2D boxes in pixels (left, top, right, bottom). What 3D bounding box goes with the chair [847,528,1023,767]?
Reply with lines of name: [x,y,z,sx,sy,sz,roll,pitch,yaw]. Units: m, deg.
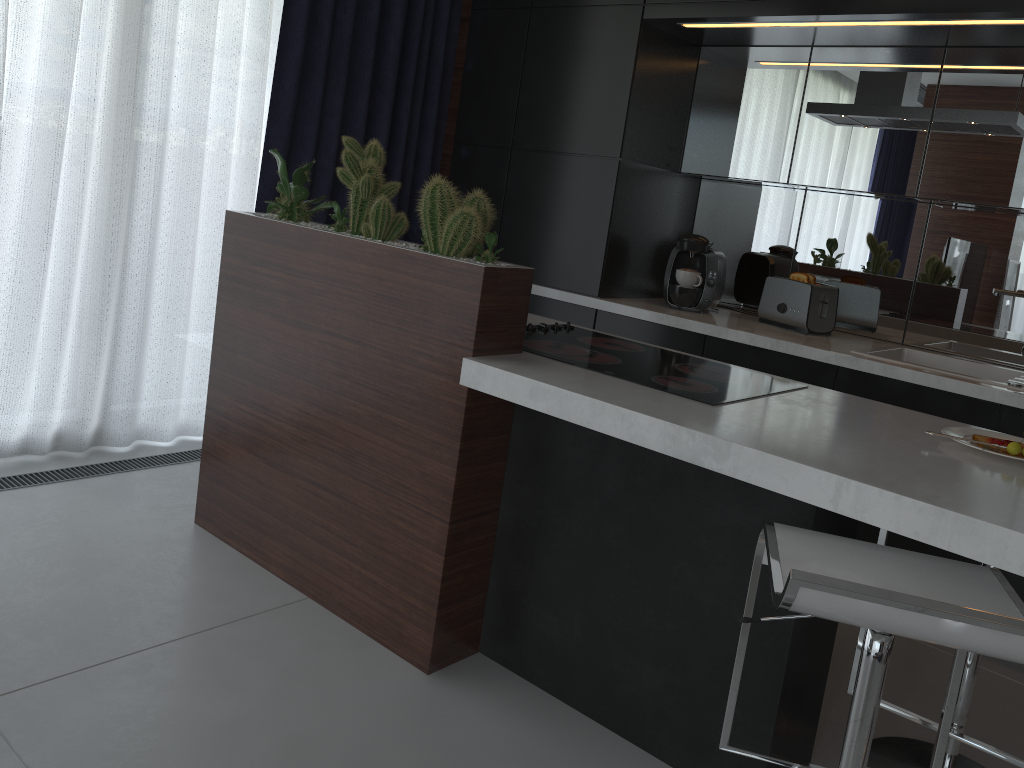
chair: [1.004,0.511,1.876,0.400,0.731,0.465,14,10,34]

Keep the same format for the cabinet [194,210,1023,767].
cabinet: [0.680,-0.437,1.788,3.374,2.521,0.787,17,11,39]

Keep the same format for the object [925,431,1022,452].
object: [0.940,0.118,1.735,0.249,0.008,0.027,10,12,8]

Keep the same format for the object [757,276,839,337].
object: [1.110,-0.308,3.441,0.176,0.193,0.264,3,12,-30]

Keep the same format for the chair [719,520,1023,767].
chair: [0.521,0.571,1.350,0.397,0.700,0.468,10,9,11]

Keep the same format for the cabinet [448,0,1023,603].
cabinet: [1.239,-0.674,3.251,3.519,2.523,0.706,17,11,39]

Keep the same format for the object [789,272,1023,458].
object: [1.057,-0.144,2.574,0.140,0.218,1.903,9,12,3]

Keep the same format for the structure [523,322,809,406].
structure: [0.284,-0.057,2.238,0.773,0.056,0.505,18,15,38]

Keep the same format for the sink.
sink: [1.637,-0.057,2.924,0.863,0.486,0.504,17,13,38]

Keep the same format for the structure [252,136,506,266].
structure: [-0.380,-0.507,2.308,1.013,0.282,0.223,19,14,41]

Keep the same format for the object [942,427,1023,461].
object: [0.984,0.129,1.758,0.239,0.019,0.241,11,12,11]

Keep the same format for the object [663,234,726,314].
object: [0.754,-0.458,3.628,0.216,0.308,0.271,12,10,24]
